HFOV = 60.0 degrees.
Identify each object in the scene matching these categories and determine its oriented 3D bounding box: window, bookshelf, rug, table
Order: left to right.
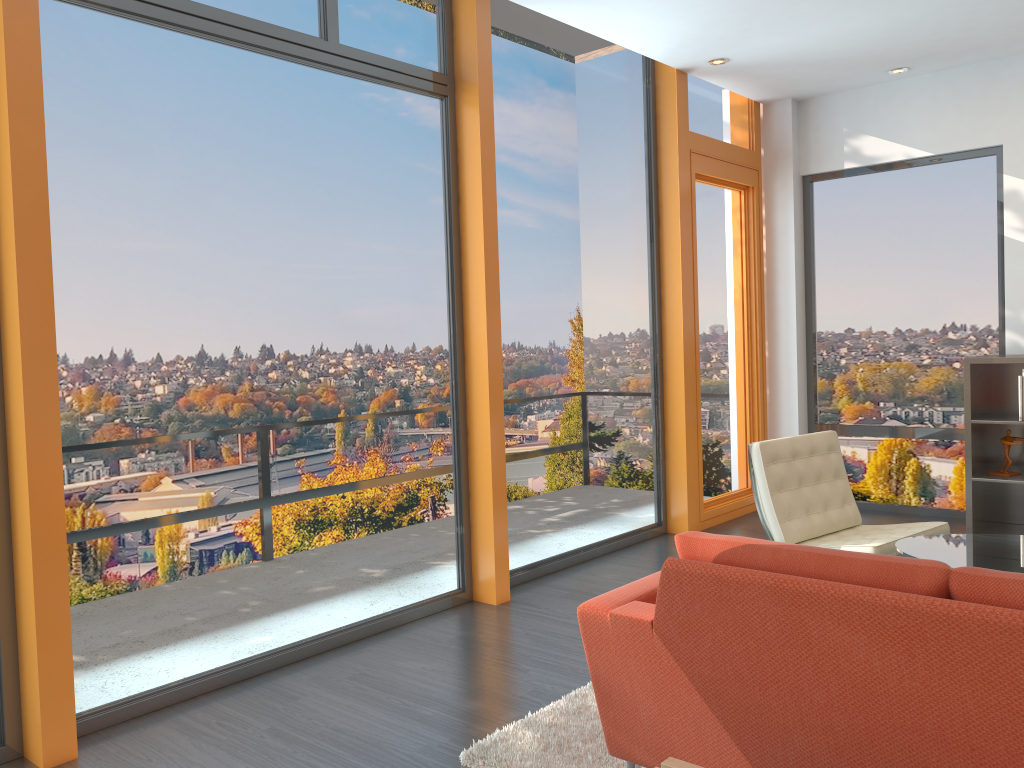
[{"bbox_3d":[-2.699,-0.322,1.876,0.070,3.345,2.925,0,3,41],"label":"window"},{"bbox_3d":[-0.977,-0.470,3.850,0.070,3.345,2.105,0,3,41],"label":"window"},{"bbox_3d":[0.392,-0.587,5.419,0.070,3.345,1.844,0,3,41],"label":"window"},{"bbox_3d":[1.521,-0.677,6.569,0.211,3.345,1.157,0,3,41],"label":"window"},{"bbox_3d":[2.848,-0.716,6.512,1.410,3.339,0.065,0,3,41],"label":"window"},{"bbox_3d":[2.387,0.897,3.091,1.999,0.464,0.948,0,3,42],"label":"table"},{"bbox_3d":[2.231,1.142,2.754,3.772,0.043,2.985,0,3,41],"label":"rug"},{"bbox_3d":[4.311,0.408,4.680,3.387,1.162,0.570,0,3,41],"label":"bookshelf"}]

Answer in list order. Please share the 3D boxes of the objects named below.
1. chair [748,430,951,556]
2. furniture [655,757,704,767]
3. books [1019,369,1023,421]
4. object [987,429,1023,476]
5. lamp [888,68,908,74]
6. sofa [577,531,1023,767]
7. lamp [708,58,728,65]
[{"bbox_3d":[1.623,0.674,4.316,0.700,0.816,0.707,-4,3,-39],"label":"chair"},{"bbox_3d":[0.974,1.079,1.264,2.005,0.357,0.492,0,3,41],"label":"furniture"},{"bbox_3d":[3.408,0.047,5.317,0.592,0.339,0.324,0,3,41],"label":"books"},{"bbox_3d":[3.169,0.433,5.621,0.201,0.290,0.245,-3,3,-29],"label":"object"},{"bbox_3d":[2.674,-2.167,6.139,0.129,0.010,0.129,-2,3,-4],"label":"lamp"},{"bbox_3d":[1.474,0.784,1.936,2.597,0.852,1.038,0,3,41],"label":"sofa"},{"bbox_3d":[1.348,-2.107,5.802,0.129,0.010,0.129,-2,3,-4],"label":"lamp"}]
